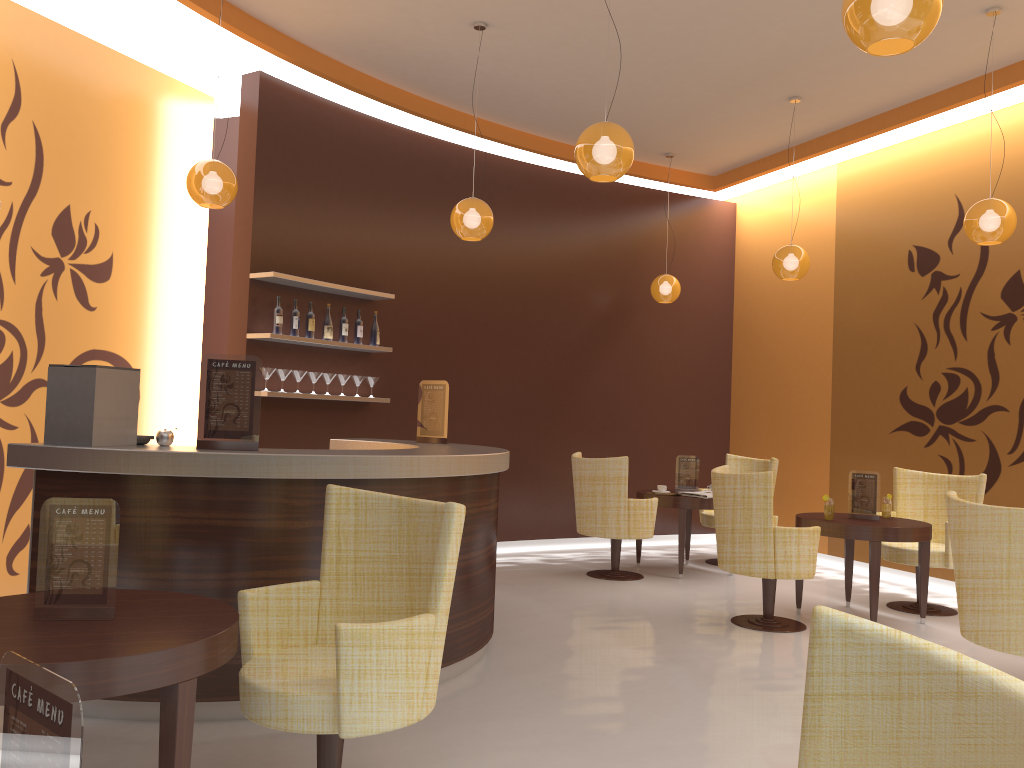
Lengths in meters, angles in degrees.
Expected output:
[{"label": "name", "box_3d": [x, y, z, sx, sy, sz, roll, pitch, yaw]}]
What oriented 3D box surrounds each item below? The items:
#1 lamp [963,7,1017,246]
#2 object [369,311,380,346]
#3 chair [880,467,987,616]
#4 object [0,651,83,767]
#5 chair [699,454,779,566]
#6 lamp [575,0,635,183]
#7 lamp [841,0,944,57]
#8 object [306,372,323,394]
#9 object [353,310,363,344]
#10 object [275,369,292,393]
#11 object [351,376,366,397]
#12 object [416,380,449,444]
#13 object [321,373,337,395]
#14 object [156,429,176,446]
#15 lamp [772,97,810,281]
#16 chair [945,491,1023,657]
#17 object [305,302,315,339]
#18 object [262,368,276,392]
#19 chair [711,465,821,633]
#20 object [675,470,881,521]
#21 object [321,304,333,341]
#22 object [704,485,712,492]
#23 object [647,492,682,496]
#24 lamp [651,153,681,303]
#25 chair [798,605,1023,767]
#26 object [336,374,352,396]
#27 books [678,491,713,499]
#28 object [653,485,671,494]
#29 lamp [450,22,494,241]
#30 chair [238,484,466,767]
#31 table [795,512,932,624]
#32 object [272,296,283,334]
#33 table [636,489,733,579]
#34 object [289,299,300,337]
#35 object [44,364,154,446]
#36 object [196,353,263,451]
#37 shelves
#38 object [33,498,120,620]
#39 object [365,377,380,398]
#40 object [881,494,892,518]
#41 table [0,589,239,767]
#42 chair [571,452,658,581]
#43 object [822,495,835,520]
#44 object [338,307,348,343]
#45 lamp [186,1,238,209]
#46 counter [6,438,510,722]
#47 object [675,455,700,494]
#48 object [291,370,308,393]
[{"label": "lamp", "box_3d": [3.039, -1.635, 5.620, 0.299, 1.500, 0.299, 2, -2, 1]}, {"label": "object", "box_3d": [-1.145, -0.457, 7.409, 0.086, 0.303, 0.086, 3, -2, -10]}, {"label": "chair", "box_3d": [3.074, 1.149, 6.562, 0.685, 1.017, 0.729, 4, -3, -36]}, {"label": "object", "box_3d": [-0.487, 0.454, 0.895, 0.209, 0.335, 0.042, 0, -3, 41]}, {"label": "chair", "box_3d": [2.128, 1.183, 8.370, 0.685, 1.017, 0.729, 3, -2, -25]}, {"label": "lamp", "box_3d": [0.488, -1.777, 4.475, 0.299, 1.500, 0.299, 0, -3, 44]}, {"label": "lamp", "box_3d": [1.226, -1.812, 2.834, 0.299, 1.500, 0.299, 3, -2, -13]}, {"label": "object", "box_3d": [-1.545, -0.003, 6.914, 0.137, 0.174, 0.137, 0, -3, 41]}, {"label": "object", "box_3d": [-1.259, -0.462, 7.274, 0.073, 0.297, 0.073, 2, -2, 14]}, {"label": "object", "box_3d": [-1.723, -0.021, 6.662, 0.137, 0.174, 0.137, 1, -3, 31]}, {"label": "object", "box_3d": [-1.267, 0.022, 7.276, 0.137, 0.174, 0.137, 2, -2, 1]}, {"label": "object", "box_3d": [-0.522, 0.183, 5.845, 0.258, 0.414, 0.052, 1, -3, 35]}, {"label": "object", "box_3d": [-1.461, 0.005, 7.034, 0.137, 0.174, 0.137, 0, -3, 41]}, {"label": "object", "box_3d": [-1.564, 0.240, 3.998, 0.075, 0.077, 0.075, 1, -3, 35]}, {"label": "lamp", "box_3d": [2.300, -1.599, 7.261, 0.299, 1.500, 0.299, 1, -2, 19]}, {"label": "chair", "box_3d": [2.377, 1.023, 4.015, 0.685, 1.017, 0.729, 3, -2, -27]}, {"label": "object", "box_3d": [-1.565, -0.489, 6.874, 0.073, 0.297, 0.073, 3, -2, -27]}, {"label": "object", "box_3d": [-1.808, -0.029, 6.533, 0.137, 0.174, 0.137, 1, -3, 31]}, {"label": "chair", "box_3d": [1.653, 1.066, 5.832, 0.685, 1.017, 0.729, 2, -2, -7]}, {"label": "object", "box_3d": [2.025, 0.787, 7.001, 0.187, 0.335, 2.090, 3, -3, -28]}, {"label": "object", "box_3d": [-1.460, -0.484, 7.029, 0.086, 0.303, 0.086, 4, -3, -40]}, {"label": "object", "box_3d": [1.822, 0.946, 7.986, 0.153, 0.069, 0.153, 4, -3, -41]}, {"label": "object", "box_3d": [1.276, 0.941, 7.658, 0.239, 0.021, 0.464, 3, -2, -10]}, {"label": "lamp", "box_3d": [1.562, -1.564, 8.902, 0.299, 1.500, 0.299, 3, -2, -24]}, {"label": "chair", "box_3d": [0.290, 0.826, 1.005, 0.685, 1.017, 0.729, 2, -2, 8]}, {"label": "object", "box_3d": [-1.367, 0.013, 7.155, 0.137, 0.174, 0.137, 0, -3, 41]}, {"label": "books", "box_3d": [1.657, 0.947, 7.594, 0.367, 0.035, 0.345, 4, -3, -34]}, {"label": "object", "box_3d": [1.293, 0.913, 7.669, 0.153, 0.069, 0.153, 2, -2, 2]}, {"label": "lamp", "box_3d": [-0.251, -1.742, 6.116, 0.299, 1.500, 0.299, 2, -2, -6]}, {"label": "chair", "box_3d": [-0.533, 0.868, 2.891, 0.729, 1.017, 0.685, 0, -3, 44]}, {"label": "table", "box_3d": [2.406, 1.275, 6.114, 0.872, 0.679, 0.874, 2, -2, 7]}, {"label": "object", "box_3d": [-1.743, -0.506, 6.600, 0.073, 0.297, 0.073, 2, -2, 14]}, {"label": "table", "box_3d": [1.526, 1.307, 7.814, 0.872, 0.679, 0.874, 2, -2, 12]}, {"label": "object", "box_3d": [-1.651, -0.497, 6.744, 0.073, 0.297, 0.073, 2, -2, 14]}, {"label": "object", "box_3d": [-1.801, 0.096, 3.918, 0.270, 0.340, 0.373, 1, -2, 21]}, {"label": "object", "box_3d": [-1.222, 0.079, 3.842, 0.258, 0.414, 0.052, 3, -2, -10]}, {"label": "shelves", "box_3d": [-2.157, -0.417, 5.387, 0.586, 0.902, 4.744, 1, -2, 23]}, {"label": "object", "box_3d": [-1.214, 0.488, 2.481, 0.209, 0.335, 0.042, 3, -2, -10]}, {"label": "object", "box_3d": [-1.170, 0.030, 7.397, 0.137, 0.174, 0.137, 0, -3, 41]}, {"label": "object", "box_3d": [2.664, 0.867, 6.306, 0.067, 0.171, 0.072, 1, -2, 23]}, {"label": "table", "box_3d": [-1.224, 0.994, 2.448, 0.872, 0.679, 0.874, 1, -2, 22]}, {"label": "chair", "box_3d": [0.842, 1.097, 7.427, 0.685, 1.017, 0.729, 3, -2, -27]}, {"label": "object", "box_3d": [2.147, 0.836, 6.003, 0.072, 0.171, 0.067, 4, -3, -42]}, {"label": "object", "box_3d": [-1.357, -0.470, 7.150, 0.073, 0.297, 0.073, 2, -2, 14]}, {"label": "lamp", "box_3d": [-1.800, -1.828, 5.421, 0.299, 1.500, 0.299, 2, -2, -6]}, {"label": "counter", "box_3d": [-0.869, 0.886, 4.753, 1.586, 1.100, 2.917, 1, -2, 21]}, {"label": "object", "box_3d": [1.559, 0.804, 7.882, 0.209, 0.335, 0.042, 2, -2, -1]}, {"label": "object", "box_3d": [-1.637, -0.013, 6.791, 0.137, 0.174, 0.137, 0, -3, 41]}]
